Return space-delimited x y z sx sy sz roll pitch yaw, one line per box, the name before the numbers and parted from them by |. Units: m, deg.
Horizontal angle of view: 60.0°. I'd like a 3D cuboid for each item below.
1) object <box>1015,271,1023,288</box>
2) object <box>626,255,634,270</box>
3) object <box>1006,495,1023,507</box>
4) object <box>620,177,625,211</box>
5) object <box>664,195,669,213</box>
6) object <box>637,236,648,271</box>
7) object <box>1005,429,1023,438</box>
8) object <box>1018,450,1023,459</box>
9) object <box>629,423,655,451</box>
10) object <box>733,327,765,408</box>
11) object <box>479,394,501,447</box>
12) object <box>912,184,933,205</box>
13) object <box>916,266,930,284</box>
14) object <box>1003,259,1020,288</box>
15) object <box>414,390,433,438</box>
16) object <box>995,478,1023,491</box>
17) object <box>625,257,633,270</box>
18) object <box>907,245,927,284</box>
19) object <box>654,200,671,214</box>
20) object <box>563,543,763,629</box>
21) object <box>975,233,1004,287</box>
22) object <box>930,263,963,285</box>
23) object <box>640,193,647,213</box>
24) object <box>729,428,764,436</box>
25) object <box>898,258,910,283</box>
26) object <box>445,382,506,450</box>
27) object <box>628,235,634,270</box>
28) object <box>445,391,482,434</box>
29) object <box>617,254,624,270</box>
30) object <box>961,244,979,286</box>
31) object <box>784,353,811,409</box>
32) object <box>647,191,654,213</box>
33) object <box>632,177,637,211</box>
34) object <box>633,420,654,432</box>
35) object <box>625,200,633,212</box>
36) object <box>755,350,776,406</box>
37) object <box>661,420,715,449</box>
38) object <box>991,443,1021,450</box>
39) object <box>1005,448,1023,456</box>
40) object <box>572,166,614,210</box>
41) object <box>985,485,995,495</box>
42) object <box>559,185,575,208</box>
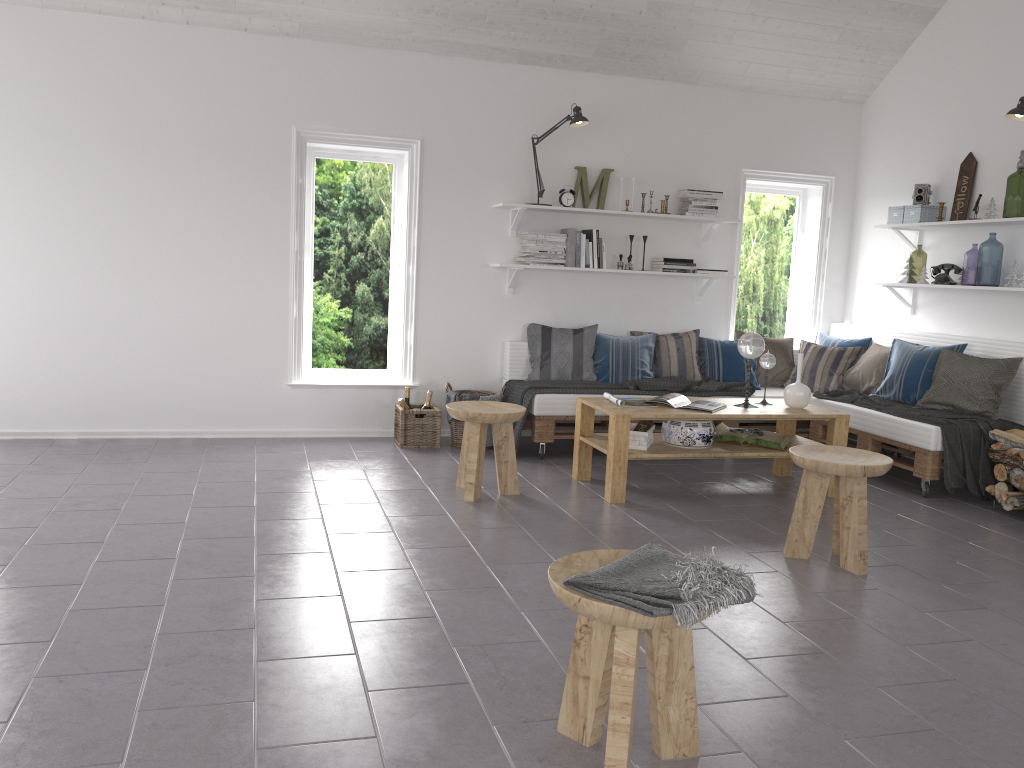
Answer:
object | 3.096 -0.656 5.329 0.093 0.161 0.088 2 7 -7
object | 0.863 -0.885 6.472 0.058 0.117 0.032 2 7 -5
object | 2.964 0.626 4.843 0.562 0.056 0.097 1 8 -17
object | 0.798 -1.376 6.472 0.084 0.256 0.084 9 10 42
object | 1.130 -1.310 6.488 0.055 0.153 0.055 9 10 41
object | 0.970 -0.958 6.516 0.085 0.259 0.085 9 10 42
object | 2.926 0.331 4.827 0.095 0.074 0.562 1 8 -16
object | 2.973 0.382 4.818 0.467 0.068 0.096 1 8 -17
object | 0.706 0.294 4.996 0.155 0.102 0.281 5 8 16
object | 1.386 -0.099 5.177 0.155 0.468 0.155 -3 9 -37
object | -0.241 0.231 6.038 0.290 0.356 0.349 0 8 -22
object | 2.879 -1.325 6.227 0.121 0.157 0.117 7 9 33
object | 2.808 -0.744 6.051 0.068 0.124 0.072 -2 9 -31
object | 3.090 -0.682 5.463 0.103 0.178 0.097 8 9 36
object | -0.615 0.223 6.136 0.127 0.361 0.094 1 8 -17
object | 2.837 0.572 4.828 0.095 0.069 0.468 1 8 -16
object | 0.846 -0.872 6.419 0.058 0.102 0.032 0 8 -21
object | 2.819 -0.831 6.160 0.111 0.270 0.111 3 7 2
object | 1.088 -1.274 6.403 0.124 0.100 0.124 4 7 6
object | 0.368 0.468 2.157 0.348 0.120 0.462 10 10 43
object | 2.996 -0.778 5.559 0.137 0.335 0.137 -1 8 -27
object | 2.907 -0.735 5.949 0.171 0.146 0.203 4 7 7
object | 0.947 -1.307 6.401 0.055 0.153 0.055 -3 9 -38
object | 1.391 0.282 5.214 0.176 0.029 0.195 2 7 -6
object | 2.809 -0.806 6.257 0.107 0.195 0.113 2 7 -10
object | -0.259 0.213 6.077 0.393 0.432 0.393 -1 8 -29
object | 0.872 -0.963 6.517 0.085 0.259 0.085 9 10 42
object | -0.294 0.215 6.014 0.303 0.332 0.367 7 8 29
object | 0.793 -0.889 6.470 0.058 0.117 0.032 -4 10 -42
object | 2.962 -0.765 5.699 0.111 0.270 0.111 3 7 2
object | 1.686 -0.017 5.219 0.155 0.325 0.155 10 10 44
object | 0.998 -1.304 6.366 0.066 0.160 0.066 -1 8 -30
object | 0.881 -1.369 6.448 0.084 0.256 0.084 9 10 42
object | 0.735 0.267 5.053 0.090 0.139 0.182 9 9 38
object | 0.821 -1.269 6.319 0.088 0.085 0.088 4 7 6
object | 1.526 -0.041 5.322 0.109 0.329 0.109 9 10 42
object | 1.011 0.271 5.092 0.302 0.161 0.302 0 8 -20
object | 2.920 0.357 4.982 0.467 0.061 0.098 1 8 -15
object | 2.948 0.370 4.904 0.467 0.060 0.098 1 7 -13
object | 0.568 -1.406 6.418 0.330 0.311 0.052 1 8 -16
object | 2.952 0.595 5.070 0.561 0.056 0.052 1 8 -16
object | 0.388 -1.321 6.259 0.120 0.165 0.050 1 8 -16
